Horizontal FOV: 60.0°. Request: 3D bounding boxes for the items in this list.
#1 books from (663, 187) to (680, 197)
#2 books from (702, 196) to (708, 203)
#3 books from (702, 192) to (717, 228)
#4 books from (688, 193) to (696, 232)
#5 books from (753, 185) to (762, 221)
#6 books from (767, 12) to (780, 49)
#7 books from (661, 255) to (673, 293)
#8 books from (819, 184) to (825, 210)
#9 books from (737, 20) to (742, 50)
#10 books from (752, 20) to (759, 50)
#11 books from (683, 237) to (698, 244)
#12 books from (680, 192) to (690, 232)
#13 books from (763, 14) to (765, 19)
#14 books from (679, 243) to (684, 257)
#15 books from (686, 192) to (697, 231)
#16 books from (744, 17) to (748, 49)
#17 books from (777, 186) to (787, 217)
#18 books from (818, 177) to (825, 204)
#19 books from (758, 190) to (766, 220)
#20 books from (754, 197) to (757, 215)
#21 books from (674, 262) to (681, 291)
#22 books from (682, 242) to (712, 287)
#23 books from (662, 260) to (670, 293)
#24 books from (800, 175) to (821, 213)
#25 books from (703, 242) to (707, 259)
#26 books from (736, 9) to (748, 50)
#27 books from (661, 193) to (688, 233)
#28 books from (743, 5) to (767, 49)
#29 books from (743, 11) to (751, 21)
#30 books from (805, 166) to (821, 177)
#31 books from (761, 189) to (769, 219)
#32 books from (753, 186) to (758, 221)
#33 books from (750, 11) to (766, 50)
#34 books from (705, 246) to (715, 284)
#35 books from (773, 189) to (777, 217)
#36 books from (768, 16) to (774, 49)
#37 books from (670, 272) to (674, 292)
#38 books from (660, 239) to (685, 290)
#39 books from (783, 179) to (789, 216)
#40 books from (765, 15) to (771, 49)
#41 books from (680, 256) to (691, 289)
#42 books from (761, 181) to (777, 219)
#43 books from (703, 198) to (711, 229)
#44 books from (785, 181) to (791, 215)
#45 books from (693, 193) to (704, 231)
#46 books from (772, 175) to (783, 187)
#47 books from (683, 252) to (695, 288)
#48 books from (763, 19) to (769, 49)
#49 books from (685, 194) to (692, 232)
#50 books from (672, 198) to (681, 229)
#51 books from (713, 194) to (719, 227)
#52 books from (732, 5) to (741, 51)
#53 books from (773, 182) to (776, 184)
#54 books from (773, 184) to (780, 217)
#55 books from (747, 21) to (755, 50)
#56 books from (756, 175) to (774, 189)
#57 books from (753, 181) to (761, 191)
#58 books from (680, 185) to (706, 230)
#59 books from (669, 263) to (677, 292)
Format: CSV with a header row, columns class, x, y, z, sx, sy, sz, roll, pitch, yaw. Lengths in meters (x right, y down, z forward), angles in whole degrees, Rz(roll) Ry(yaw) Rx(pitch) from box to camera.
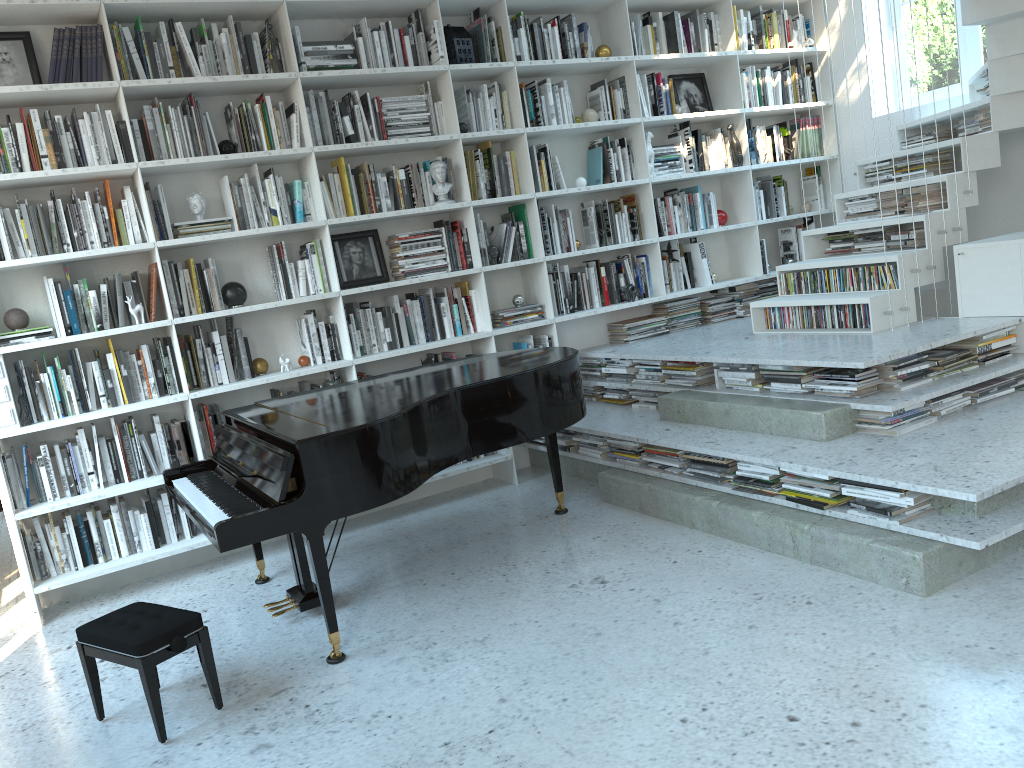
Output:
class,x,y,z,sx,sy,sz,roll,pitch,yaw
books,1.072,-1.141,5.865,0.013,0.300,0.147,-14,10,-27
books,1.269,-1.149,5.983,0.037,0.219,0.139,-14,10,-27
books,1.299,-1.163,5.987,0.025,0.236,0.181,-14,10,-27
books,1.146,-1.132,5.891,0.014,0.249,0.177,-14,10,-27
books,1.663,-1.254,6.180,0.022,0.242,0.151,-14,10,-27
books,1.719,-2.378,6.068,0.042,0.242,0.247,-14,10,-27
books,0.992,-0.722,5.848,0.015,0.244,0.156,-14,10,-27
books,2.201,-1.353,6.467,0.028,0.181,0.166,-14,10,-27
books,1.455,-2.292,5.900,0.024,0.205,0.165,-14,10,-27
books,1.605,-2.334,6.000,0.025,0.212,0.134,-14,10,-27
books,1.227,-0.823,5.992,0.012,0.326,0.136,-14,10,-27
books,1.094,-1.125,5.858,0.012,0.262,0.186,-14,10,-27
books,1.676,-2.366,6.031,0.022,0.243,0.144,-14,10,-27
books,1.112,-0.785,5.936,0.010,0.305,0.131,-14,10,-27
books,1.167,-1.143,5.930,0.012,0.254,0.160,-14,10,-27
books,1.506,-2.314,5.929,0.049,0.224,0.161,-14,10,-27
books,1.863,-1.282,6.276,0.021,0.206,0.174,-14,10,-27
books,2.212,-1.385,6.482,0.022,0.237,0.152,-14,10,-27
books,1.691,-1.240,6.190,0.029,0.202,0.172,-14,10,-27
books,1.615,-1.246,6.144,0.024,0.252,0.175,-14,10,-27
books,1.059,-0.709,5.891,0.024,0.185,0.149,-14,10,-27
books,1.205,-0.791,5.917,0.075,0.292,0.255,-14,10,-27
books,0.973,-0.704,5.851,0.023,0.214,0.163,-14,10,-27
books,2.174,-1.384,6.458,0.012,0.254,0.160,-14,10,-27
books,1.257,-0.807,5.984,0.025,0.288,0.160,-14,10,-27
books,1.476,-2.325,5.899,0.026,0.264,0.189,-14,10,-27
books,1.068,-1.114,5.840,0.028,0.255,0.191,-14,10,-27
books,1.645,-2.384,6.002,0.022,0.297,0.152,-14,10,-27
books,1.551,-2.346,5.961,0.023,0.264,0.158,-14,10,-27
books,2.216,-1.427,6.491,0.013,0.316,0.129,-14,10,-27
books,1.729,-1.254,6.223,0.025,0.208,0.149,-14,10,-27
books,1.639,-1.245,6.166,0.037,0.236,0.153,-14,10,-27
books,1.631,-2.358,5.991,0.023,0.254,0.189,-14,10,-27
books,1.291,-0.810,6.013,0.062,0.274,0.148,-14,10,-27
books,1.787,-1.264,6.256,0.027,0.201,0.164,-14,10,-27
books,1.707,-2.361,6.037,0.013,0.223,0.174,-14,10,-27
books,1.006,-0.710,5.870,0.025,0.210,0.137,-14,10,-27
books,1.065,-0.785,5.886,0.014,0.334,0.168,-14,10,-27
books,1.892,-1.317,6.312,0.012,0.254,0.160,-14,10,-27
books,1.691,-2.367,6.039,0.012,0.238,0.165,-14,10,-27
books,1.103,-0.735,5.909,0.051,0.217,0.184,-14,10,-27
books,1.761,-1.278,6.209,0.027,0.249,0.184,-14,10,-27
books,1.249,-1.133,5.955,0.030,0.201,0.189,-14,10,-27
books,1.906,-1.313,6.315,0.013,0.240,0.166,-14,10,-27
books,1.195,-1.141,5.917,0.023,0.244,0.189,-14,10,-27
books,1.866,-1.324,6.284,0.011,0.285,0.161,-14,10,-27
books,1.144,-0.757,5.934,0.031,0.240,0.171,-14,10,-27
books,1.666,-2.344,6.020,0.014,0.206,0.184,-14,10,-27
books,1.120,-1.127,5.899,0.026,0.247,0.165,-14,10,-27
books,1.042,-1.099,5.853,0.012,0.230,0.179,-14,10,-27
books,1.321,-1.163,6.001,0.027,0.223,0.170,-14,10,-27
books,1.434,-2.331,5.885,0.010,0.295,0.183,-14,10,-27
books,1.826,-1.296,6.286,0.027,0.242,0.131,-14,10,-27
books,1.817,-1.286,6.264,0.014,0.231,0.172,-14,10,-27
books,1.543,-2.306,5.943,0.024,0.194,0.189,-14,10,-27
books,1.797,-1.316,6.258,0.013,0.297,0.141,-14,10,-27
books,1.700,-1.278,6.213,0.024,0.267,0.133,-14,10,-27
books,1.211,-1.169,5.928,0.026,0.291,0.181,-14,10,-27
books,1.031,-0.705,5.885,0.030,0.188,0.140,-14,10,-27
